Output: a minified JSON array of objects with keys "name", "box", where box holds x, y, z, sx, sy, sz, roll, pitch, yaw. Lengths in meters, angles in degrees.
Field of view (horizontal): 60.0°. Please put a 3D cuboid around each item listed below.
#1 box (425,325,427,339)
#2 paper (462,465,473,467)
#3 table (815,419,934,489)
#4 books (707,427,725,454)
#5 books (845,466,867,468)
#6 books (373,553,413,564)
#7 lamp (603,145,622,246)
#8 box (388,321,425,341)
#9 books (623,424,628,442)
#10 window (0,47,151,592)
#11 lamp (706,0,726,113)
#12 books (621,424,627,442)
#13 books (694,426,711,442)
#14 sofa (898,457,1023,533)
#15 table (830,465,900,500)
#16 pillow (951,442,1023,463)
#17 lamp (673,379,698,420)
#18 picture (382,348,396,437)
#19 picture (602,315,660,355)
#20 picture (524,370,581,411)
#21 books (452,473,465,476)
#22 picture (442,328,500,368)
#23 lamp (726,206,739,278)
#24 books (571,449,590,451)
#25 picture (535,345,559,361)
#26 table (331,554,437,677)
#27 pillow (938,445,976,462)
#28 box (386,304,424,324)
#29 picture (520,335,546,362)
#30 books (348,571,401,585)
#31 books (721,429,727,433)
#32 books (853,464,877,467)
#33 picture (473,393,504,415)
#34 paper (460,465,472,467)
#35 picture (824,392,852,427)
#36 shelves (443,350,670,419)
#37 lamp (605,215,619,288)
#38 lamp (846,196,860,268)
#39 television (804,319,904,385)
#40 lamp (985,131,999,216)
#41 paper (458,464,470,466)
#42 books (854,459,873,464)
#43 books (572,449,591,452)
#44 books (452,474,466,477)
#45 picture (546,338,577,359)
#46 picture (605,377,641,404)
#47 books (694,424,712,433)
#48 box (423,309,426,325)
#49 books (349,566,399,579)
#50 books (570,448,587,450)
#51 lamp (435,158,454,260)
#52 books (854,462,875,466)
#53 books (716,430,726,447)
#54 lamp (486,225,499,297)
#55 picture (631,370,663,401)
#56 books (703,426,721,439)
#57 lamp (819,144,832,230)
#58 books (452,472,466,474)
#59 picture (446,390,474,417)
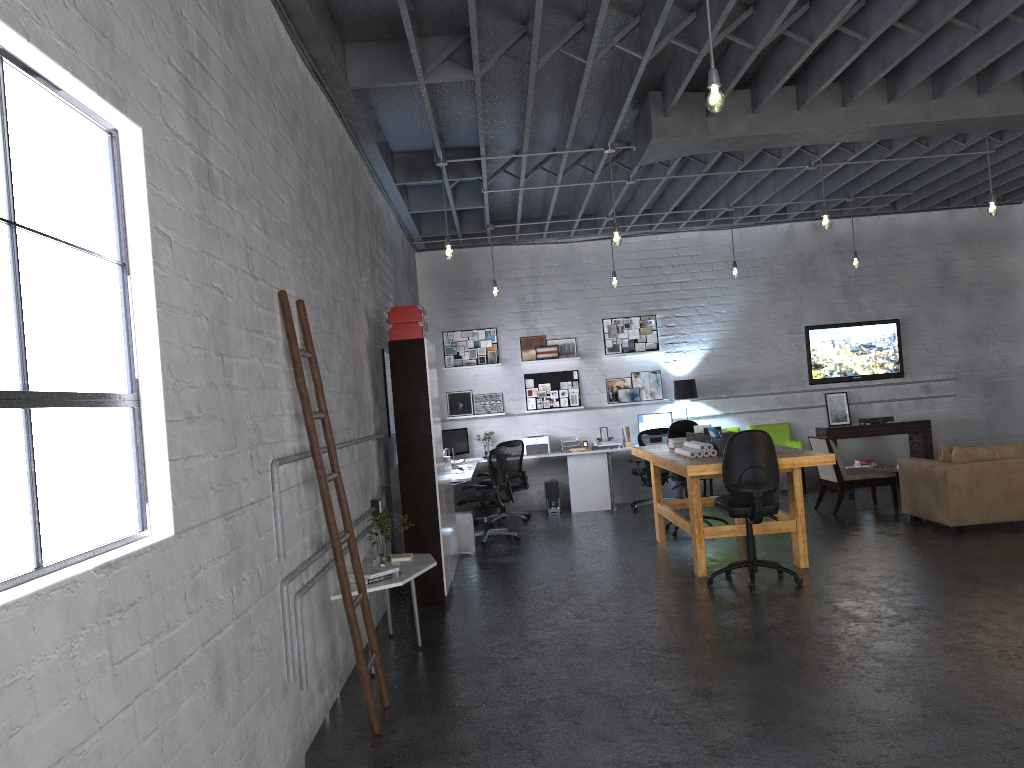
[{"name":"box","box":[-0.815,-0.397,7.091,0.270,0.131,0.206,-5,-1,-1]},{"name":"paper","box":[-0.550,0.987,10.694,0.159,0.001,0.115,-4,-1,-13]},{"name":"table","box":[4.914,0.945,12.018,1.410,0.820,0.404,-5,0,-1]},{"name":"books","box":[1.713,0.475,7.415,0.108,0.234,0.166,-5,-1,-1]},{"name":"books","box":[4.227,1.029,10.885,0.223,0.027,0.161,-5,-1,9]},{"name":"books","box":[-0.785,1.150,5.859,0.248,0.021,0.177,-5,-1,-1]},{"name":"lamp","box":[0.892,-1.651,7.808,0.104,0.878,0.104,-5,0,-1]},{"name":"box","box":[-0.812,-0.401,6.882,0.270,0.131,0.206,-5,-1,-1]},{"name":"books","box":[1.530,0.693,11.978,0.043,0.296,0.210,-5,-1,-1]},{"name":"window","box":[-1.137,-0.172,1.749,0.030,1.220,1.822,-5,-1,-1]},{"name":"lamp","box":[0.935,-1.728,4.211,0.104,0.878,0.104,-5,0,17]},{"name":"books","box":[1.522,0.694,11.974,0.036,0.296,0.210,-5,-1,-1]},{"name":"books","box":[1.833,0.504,8.452,0.158,0.200,0.082,-5,0,-1]},{"name":"sofa","box":[5.082,0.955,8.502,2.330,0.628,1.104,-5,-1,-1]},{"name":"table","box":[4.523,1.217,11.017,0.873,0.300,0.873,-5,-1,3]},{"name":"pillow","box":[4.417,0.749,8.252,0.704,0.402,0.291,-5,-1,-1]},{"name":"lamp","box":[2.355,0.359,11.962,0.333,0.832,0.333,-4,0,-39]},{"name":"picture","box":[-1.108,0.083,8.092,0.020,0.780,0.606,-5,-1,-1]},{"name":"picture","box":[1.627,-0.672,12.159,0.749,0.503,0.058,-5,0,-1]},{"name":"picture","box":[0.555,0.086,12.143,0.749,0.503,0.058,-5,0,-1]},{"name":"books","box":[-0.617,0.946,9.282,0.209,0.012,0.158,-5,-1,22]},{"name":"picture","box":[-0.564,-0.493,12.132,0.749,0.503,0.058,-5,0,-1]},{"name":"lamp","box":[2.704,-1.736,10.858,0.104,0.878,0.104,-5,0,-1]},{"name":"books","box":[0.902,0.867,11.671,0.211,0.014,0.148,-4,-1,-26]},{"name":"picture","box":[0.479,-0.424,12.134,0.311,0.196,0.029,-5,0,-1]},{"name":"table","box":[-0.714,1.415,5.488,0.517,0.532,1.336,-5,-1,-1]},{"name":"pillow","box":[4.277,0.764,8.462,0.523,0.403,0.319,-5,-1,19]},{"name":"box","box":[-0.823,-0.531,6.883,0.270,0.131,0.206,-5,-1,-1]},{"name":"picture","box":[0.295,-0.483,12.150,0.355,0.343,0.042,-5,0,-1]},{"name":"books","box":[-0.809,1.134,5.221,0.185,0.031,0.250,-6,-2,41]},{"name":"books","box":[1.859,0.498,7.944,0.143,0.188,0.061,-5,0,-1]},{"name":"books","box":[4.447,1.032,11.168,0.161,0.026,0.223,-4,-1,-31]},{"name":"picture","box":[-0.325,0.271,12.136,0.410,0.277,0.036,-5,0,-1]},{"name":"paper","box":[-0.555,0.987,10.699,0.159,0.001,0.115,-4,-1,-12]},{"name":"picture","box":[4.472,0.344,12.165,0.308,0.457,0.092,-5,0,-1]},{"name":"shelves","box":[0.598,0.011,12.073,3.024,0.694,0.199,-5,0,-1]},{"name":"lamp","box":[1.226,-1.616,10.840,0.104,0.878,0.104,-5,0,-1]},{"name":"lamp","box":[4.187,-1.857,10.877,0.104,0.878,0.104,-5,0,43]},{"name":"television","box":[4.706,-0.440,12.186,1.324,0.816,0.021,-5,0,-1]},{"name":"lamp","box":[4.223,-1.922,7.849,0.104,0.878,0.104,-5,0,43]},{"name":"paper","box":[-0.584,0.992,10.823,0.158,0.001,0.115,-4,-1,-18]},{"name":"books","box":[4.430,0.976,11.164,0.185,0.041,0.129,-5,-1,-6]},{"name":"books","box":[0.920,0.880,11.683,0.211,0.014,0.148,-4,-1,-36]},{"name":"books","box":[-0.614,0.957,9.280,0.213,0.012,0.158,-5,-1,24]},{"name":"picture","box":[0.681,-0.481,12.152,0.410,0.277,0.036,-5,0,-1]},{"name":"picture","box":[1.521,0.086,12.151,0.452,0.345,0.054,-5,0,-1]},{"name":"books","box":[1.834,0.498,8.483,0.171,0.210,0.046,-5,0,-1]},{"name":"box","box":[-0.826,-0.527,7.091,0.268,0.133,0.206,-5,-1,-1]},{"name":"books","box":[-0.811,1.107,5.211,0.185,0.022,0.234,-6,-1,37]},{"name":"books","box":[0.875,0.855,11.667,0.211,0.014,0.148,-5,-1,14]},{"name":"lamp","box":[-0.585,-1.531,7.790,0.104,0.878,0.104,-5,0,-1]},{"name":"books","box":[4.434,1.008,11.172,0.208,0.024,0.144,-4,-1,-16]},{"name":"books","box":[1.747,0.484,7.401,0.097,0.209,0.157,-5,-1,-1]},{"name":"lamp","box":[-0.234,-1.497,10.822,0.104,0.878,0.104,-5,0,-1]},{"name":"picture","box":[1.853,0.028,12.164,0.410,0.408,0.047,-5,0,-1]},{"name":"books","box":[1.790,0.489,7.913,0.158,0.214,0.063,-5,0,-1]},{"name":"lamp","box":[2.740,-1.801,7.830,0.104,0.878,0.104,-5,0,-1]},{"name":"books","box":[-0.614,0.935,9.286,0.212,0.010,0.170,-5,-1,26]},{"name":"picture","box":[-0.712,0.269,12.135,0.355,0.343,0.042,-5,0,-1]}]
